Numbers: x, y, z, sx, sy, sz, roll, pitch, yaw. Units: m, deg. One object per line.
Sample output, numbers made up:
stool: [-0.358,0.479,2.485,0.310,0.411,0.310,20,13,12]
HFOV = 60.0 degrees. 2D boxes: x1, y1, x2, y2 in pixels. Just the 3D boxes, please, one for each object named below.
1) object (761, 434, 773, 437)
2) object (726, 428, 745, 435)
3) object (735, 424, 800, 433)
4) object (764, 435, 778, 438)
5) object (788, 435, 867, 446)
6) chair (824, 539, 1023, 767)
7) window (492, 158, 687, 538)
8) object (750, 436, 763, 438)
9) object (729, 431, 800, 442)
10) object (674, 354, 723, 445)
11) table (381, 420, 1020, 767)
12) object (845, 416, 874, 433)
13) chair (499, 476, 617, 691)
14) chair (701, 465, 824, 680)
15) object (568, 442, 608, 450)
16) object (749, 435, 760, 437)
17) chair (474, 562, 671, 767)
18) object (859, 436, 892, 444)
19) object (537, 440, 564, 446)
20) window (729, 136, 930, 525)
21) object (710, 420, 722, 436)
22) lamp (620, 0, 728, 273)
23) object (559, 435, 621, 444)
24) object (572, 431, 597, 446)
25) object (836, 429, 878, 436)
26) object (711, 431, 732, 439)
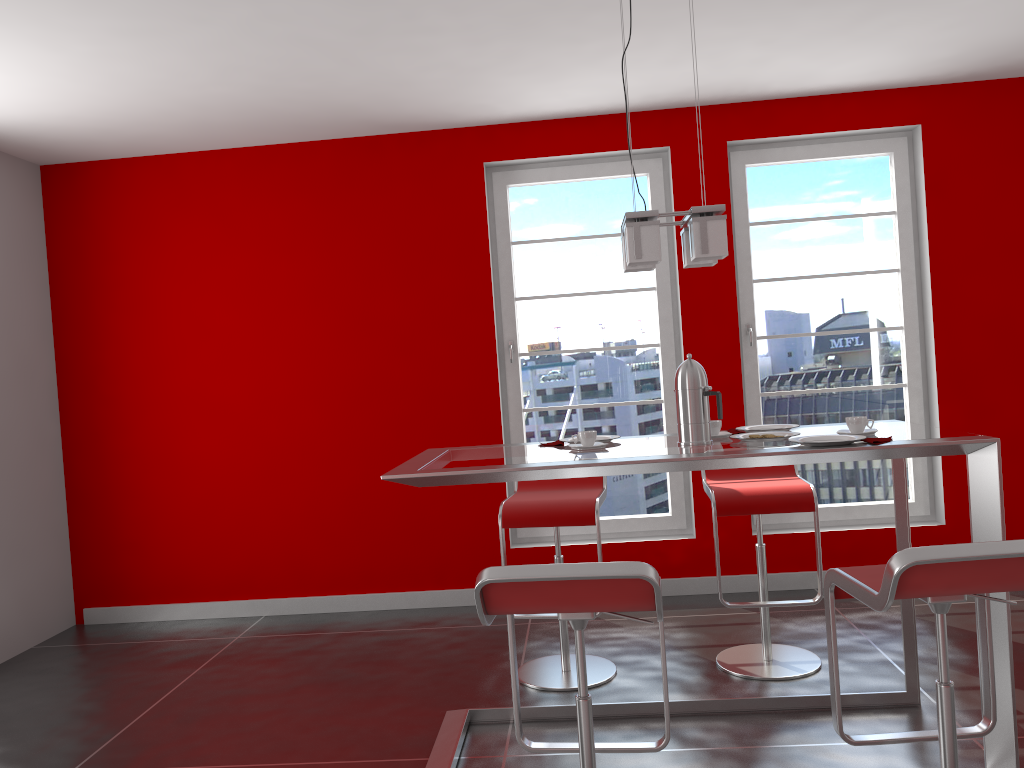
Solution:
object: [0.808,0.163,2.805,0.036,0.006,0.034,-3,1,41]
object: [0.750,0.168,3.096,0.095,0.012,0.234,-4,1,3]
object: [0.888,0.157,3.082,0.217,0.015,0.217,-4,1,-20]
object: [0.806,0.164,2.762,0.034,0.006,0.036,-4,1,-7]
object: [0.910,0.164,2.560,0.217,0.015,0.217,-3,1,41]
chair: [1.002,0.748,2.028,0.418,0.857,0.460,-4,1,0]
window: [0.425,-0.188,4.897,0.938,2.038,0.117,-4,1,4]
object: [0.768,0.166,2.781,0.036,0.006,0.034,-3,1,28]
object: [0.797,0.168,2.797,0.217,0.015,0.217,-3,1,42]
object: [0.590,0.046,2.822,0.149,0.287,0.113,-4,1,12]
table: [0.536,0.694,2.866,1.700,1.000,0.800,-4,1,4]
object: [1.071,0.127,2.735,0.078,0.049,0.062,-4,1,4]
chair: [0.202,0.774,3.702,0.418,0.857,0.460,-4,1,12]
chair: [1.026,0.717,3.660,0.418,0.857,0.460,-4,1,7]
object: [0.250,0.205,2.910,0.119,0.016,0.119,-4,1,-16]
object: [0.771,0.165,2.822,0.034,0.006,0.036,-4,1,16]
chair: [0.171,0.805,2.096,0.418,0.857,0.460,-4,1,9]
object: [1.046,0.157,2.544,0.095,0.012,0.234,-4,1,4]
object: [0.137,0.210,3.135,0.095,0.012,0.234,-4,1,3]
window: [1.718,-0.276,4.800,0.938,2.038,0.117,-4,1,4]
object: [0.669,0.150,2.986,0.078,0.049,0.062,-3,1,44]
lamp: [0.481,-0.894,2.832,0.304,1.025,0.304,-4,1,4]
object: [0.274,0.198,3.122,0.217,0.015,0.217,-3,1,28]
object: [0.242,0.181,2.913,0.078,0.049,0.062,-3,1,27]
object: [1.065,0.151,2.736,0.119,0.016,0.119,-4,1,24]
object: [0.676,0.174,2.981,0.119,0.016,0.119,-4,1,2]
